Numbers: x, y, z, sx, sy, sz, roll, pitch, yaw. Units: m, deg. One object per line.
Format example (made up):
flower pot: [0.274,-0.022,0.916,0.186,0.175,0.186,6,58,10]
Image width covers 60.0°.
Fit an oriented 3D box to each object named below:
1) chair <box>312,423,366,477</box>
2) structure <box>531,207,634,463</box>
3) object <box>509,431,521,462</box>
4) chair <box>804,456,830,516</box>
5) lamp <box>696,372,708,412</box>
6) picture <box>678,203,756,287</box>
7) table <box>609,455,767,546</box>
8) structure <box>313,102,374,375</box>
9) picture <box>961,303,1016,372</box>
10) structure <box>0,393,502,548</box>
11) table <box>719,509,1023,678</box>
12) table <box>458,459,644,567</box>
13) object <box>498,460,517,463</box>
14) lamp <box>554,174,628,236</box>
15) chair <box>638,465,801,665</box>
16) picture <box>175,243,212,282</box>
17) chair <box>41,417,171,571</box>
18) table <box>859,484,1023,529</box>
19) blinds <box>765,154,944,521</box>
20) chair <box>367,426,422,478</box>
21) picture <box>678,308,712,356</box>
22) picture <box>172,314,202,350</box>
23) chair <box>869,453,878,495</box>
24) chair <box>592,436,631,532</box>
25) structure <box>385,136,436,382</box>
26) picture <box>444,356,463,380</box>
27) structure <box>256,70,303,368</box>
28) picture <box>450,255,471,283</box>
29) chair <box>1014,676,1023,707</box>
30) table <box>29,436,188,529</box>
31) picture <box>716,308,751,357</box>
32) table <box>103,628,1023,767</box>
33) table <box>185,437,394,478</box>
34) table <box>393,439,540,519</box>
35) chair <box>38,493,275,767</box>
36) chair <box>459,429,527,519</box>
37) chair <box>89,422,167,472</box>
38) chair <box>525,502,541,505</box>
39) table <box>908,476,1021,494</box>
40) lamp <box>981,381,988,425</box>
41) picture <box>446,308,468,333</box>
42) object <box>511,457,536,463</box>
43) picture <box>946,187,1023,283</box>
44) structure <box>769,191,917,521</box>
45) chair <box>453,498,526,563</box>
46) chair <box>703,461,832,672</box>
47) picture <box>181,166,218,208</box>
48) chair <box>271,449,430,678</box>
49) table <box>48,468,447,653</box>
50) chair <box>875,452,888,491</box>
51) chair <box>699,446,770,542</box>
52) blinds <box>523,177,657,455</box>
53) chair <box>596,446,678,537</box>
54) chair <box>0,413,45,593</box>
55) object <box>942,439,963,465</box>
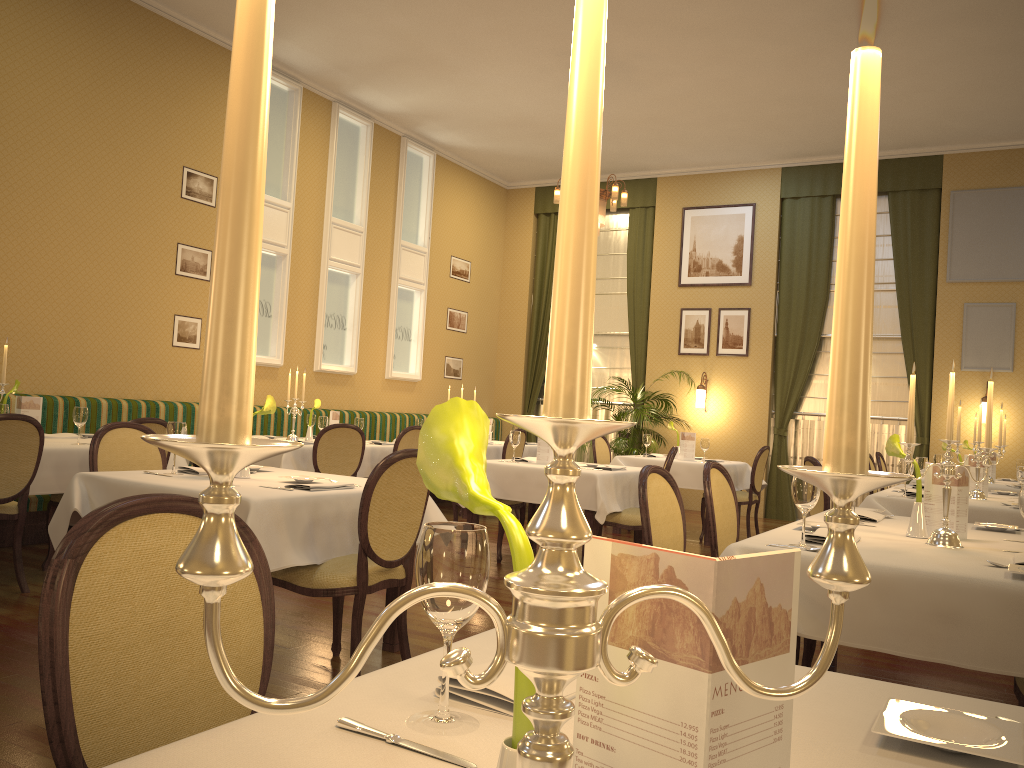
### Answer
chair: [-1.488,0.776,7.043,0.530,0.955,0.571,5,-2,-35]
structure: [1.107,-0.671,12.530,1.942,4.511,0.123,3,-2,30]
object: [0.019,0.460,6.532,0.088,0.229,0.088,4,-2,-18]
chair: [2.212,0.972,5.862,0.571,0.955,0.530,3,-2,5]
lamp: [2.430,0.099,11.344,0.114,0.513,0.323,3,-2,19]
picture: [2.652,-1.796,11.519,0.966,1.057,0.027,3,-2,30]
table: [1.716,1.132,8.881,1.389,0.759,1.395,3,-2,31]
structure: [-1.926,-1.608,10.024,0.200,2.985,0.661,3,-2,30]
picture: [5.326,-0.523,9.917,0.512,0.769,0.027,3,-2,30]
structure: [-3.549,0.595,6.508,0.850,1.031,14.516,3,-2,30]
table: [1.555,0.943,3.235,1.385,0.759,2.152,3,-2,30]
table: [0.388,0.974,6.537,1.389,0.759,1.395,3,-2,31]
object: [-0.022,0.564,6.452,0.185,0.010,0.017,3,-2,31]
lamp: [0.719,-2.188,7.724,0.593,1.796,0.593,3,-2,27]
chair: [0.739,0.796,3.241,0.571,0.955,0.530,3,-2,30]
picture: [-2.949,-1.127,8.229,0.008,0.294,0.401,3,-2,30]
chair: [-2.425,0.665,5.398,0.571,0.955,0.530,3,-2,30]
table: [3.027,1.118,5.832,1.385,0.759,2.152,3,-2,30]
blinds: [4.094,-0.554,10.687,1.878,4.537,0.129,3,-2,30]
chair: [-1.091,0.824,7.753,0.571,0.955,0.530,3,-2,30]
picture: [2.388,-0.683,11.597,0.412,0.619,0.022,3,-2,30]
picture: [-2.999,-0.478,8.193,0.008,0.294,0.313,3,-2,30]
chair: [3.526,1.128,8.161,0.571,0.955,0.530,3,-2,30]
chair: [1.114,1.010,9.237,0.571,0.955,0.530,3,-2,30]
structure: [-1.301,-1.534,11.127,0.200,2.985,0.670,3,-2,30]
picture: [-0.795,-0.216,12.084,0.008,0.294,0.437,3,-2,30]
structure: [-2.515,-1.678,8.985,0.200,2.985,0.687,3,-2,30]
picture: [-0.703,-1.568,12.139,0.008,0.294,0.504,3,-2,30]
chair: [1.758,0.838,2.522,0.571,0.955,0.530,3,-2,30]
table: [-3.040,0.722,5.386,1.385,0.759,2.152,3,-2,30]
picture: [2.830,-0.663,11.346,0.412,0.619,0.022,3,-2,30]
table: [0.070,0.766,0.612,1.385,0.759,2.152,3,-2,30]
table: [-1.710,0.880,7.735,1.385,0.759,2.152,3,-2,30]
table: [-0.381,1.038,10.079,1.385,0.759,2.152,3,-2,30]
chair: [-0.366,0.665,1.290,0.571,0.955,0.530,3,-2,30]
chair: [-0.179,0.932,9.366,0.571,0.955,0.530,3,-2,30]
chair: [-1.710,0.674,4.252,0.571,0.955,0.530,3,-2,30]
chair: [0.264,0.983,10.081,0.571,0.955,0.530,3,-2,30]
table: [4.343,1.275,8.155,1.385,0.759,2.152,3,-2,30]
lamp: [5.204,0.224,9.764,0.114,0.513,0.323,3,-2,19]
picture: [-0.747,-0.865,12.116,0.008,0.294,0.504,3,-2,30]
object: [0.124,0.573,6.701,0.142,0.033,0.273,3,-2,30]
picture: [5.428,-1.671,9.936,0.966,1.057,0.027,3,-2,30]
structure: [4.145,-0.535,10.793,1.900,4.511,0.134,3,-2,30]
chair: [-0.212,0.852,6.902,0.571,0.955,0.530,3,-2,20]
chair: [1.119,0.841,3.912,0.571,0.955,0.530,3,-2,30]
picture: [-2.905,-1.830,8.252,0.008,0.294,0.401,3,-2,30]
chair: [-0.657,0.719,3.593,0.571,0.955,0.530,3,-2,30]
table: [-1.108,0.796,3.896,1.389,0.759,1.395,3,-2,31]
chair: [3.906,1.173,8.832,0.571,0.955,0.530,3,-2,30]
chair: [2.167,1.055,8.578,0.571,0.955,0.530,3,-2,30]
blinds: [1.053,-0.690,12.430,1.934,4.537,0.225,3,-2,29]
chair: [0.855,0.899,6.260,0.571,0.955,0.530,3,-2,10]
chair: [-2.838,0.616,4.673,0.571,0.955,0.530,3,-2,30]
object: [2.942,0.550,5.892,0.076,0.375,0.163,5,-2,-38]
